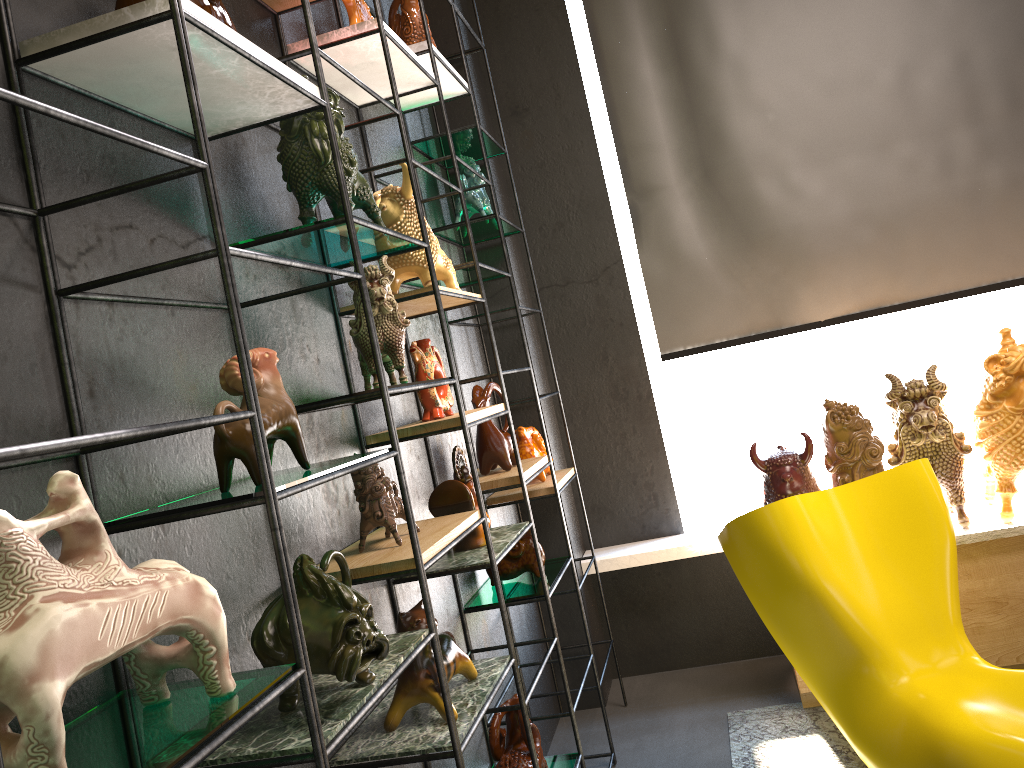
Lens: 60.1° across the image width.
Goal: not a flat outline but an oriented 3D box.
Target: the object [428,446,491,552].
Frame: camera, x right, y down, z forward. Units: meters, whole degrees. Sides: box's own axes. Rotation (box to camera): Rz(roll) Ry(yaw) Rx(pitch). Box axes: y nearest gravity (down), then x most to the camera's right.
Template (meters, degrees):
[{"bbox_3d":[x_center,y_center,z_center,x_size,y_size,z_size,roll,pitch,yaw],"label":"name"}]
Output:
[{"bbox_3d":[-0.137,0.305,2.382,0.123,0.271,0.227,-13,-2,12],"label":"object"}]

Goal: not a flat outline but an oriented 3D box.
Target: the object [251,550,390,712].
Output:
[{"bbox_3d":[-0.322,0.373,1.413,0.192,0.221,0.400,-11,-1,-19],"label":"object"}]

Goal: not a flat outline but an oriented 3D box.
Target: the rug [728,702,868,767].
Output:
[{"bbox_3d":[2.288,0.888,1.819,3.585,0.010,2.191,-12,0,11],"label":"rug"}]

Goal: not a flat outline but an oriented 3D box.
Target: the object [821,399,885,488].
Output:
[{"bbox_3d":[1.260,0.297,3.241,0.248,0.547,0.476,-13,-2,19],"label":"object"}]

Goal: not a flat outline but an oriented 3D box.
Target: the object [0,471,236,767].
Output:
[{"bbox_3d":[-0.462,0.244,0.958,0.164,0.305,0.342,-13,-2,17],"label":"object"}]

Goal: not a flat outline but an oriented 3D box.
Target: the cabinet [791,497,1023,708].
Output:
[{"bbox_3d":[2.310,0.611,3.014,2.721,0.532,0.404,-12,-2,11],"label":"cabinet"}]

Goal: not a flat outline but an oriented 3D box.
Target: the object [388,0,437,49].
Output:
[{"bbox_3d":[-0.345,-1.165,2.976,0.127,0.250,0.251,-11,-2,-18],"label":"object"}]

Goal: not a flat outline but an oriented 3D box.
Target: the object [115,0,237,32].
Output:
[{"bbox_3d":[-0.555,-0.633,1.456,0.138,0.223,0.278,-13,-1,11],"label":"object"}]

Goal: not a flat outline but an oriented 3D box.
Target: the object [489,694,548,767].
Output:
[{"bbox_3d":[0.012,0.975,2.298,0.126,0.250,0.253,-13,-2,12],"label":"object"}]

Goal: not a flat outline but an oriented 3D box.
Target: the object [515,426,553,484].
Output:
[{"bbox_3d":[0.073,0.263,3.404,0.138,0.223,0.278,-13,-1,12],"label":"object"}]

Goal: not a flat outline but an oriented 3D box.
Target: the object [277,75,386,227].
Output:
[{"bbox_3d":[-0.407,-0.487,1.940,0.166,0.358,0.255,-13,-3,17],"label":"object"}]

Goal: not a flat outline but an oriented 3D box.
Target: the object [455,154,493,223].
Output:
[{"bbox_3d":[-0.165,-0.760,3.436,0.152,0.333,0.289,-12,-2,4],"label":"object"}]

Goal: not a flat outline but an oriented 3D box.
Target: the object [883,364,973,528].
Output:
[{"bbox_3d":[1.458,0.227,3.171,0.271,0.582,0.429,-12,-2,5],"label":"object"}]

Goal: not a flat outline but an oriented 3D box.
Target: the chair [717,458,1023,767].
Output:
[{"bbox_3d":[1.079,0.692,2.299,0.661,0.900,1.061,-11,-2,-18],"label":"chair"}]

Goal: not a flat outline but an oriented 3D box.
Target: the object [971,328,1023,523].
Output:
[{"bbox_3d":[1.754,0.127,3.100,0.306,0.657,0.469,-13,-3,17],"label":"object"}]

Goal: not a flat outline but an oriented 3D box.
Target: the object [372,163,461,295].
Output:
[{"bbox_3d":[-0.275,-0.399,2.433,0.174,0.353,0.370,-13,-2,17],"label":"object"}]

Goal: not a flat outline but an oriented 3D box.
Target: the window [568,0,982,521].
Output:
[{"bbox_3d":[1.565,-1.144,3.982,2.302,3.181,0.051,-13,-4,11],"label":"window"}]

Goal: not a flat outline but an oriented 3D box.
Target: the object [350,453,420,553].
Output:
[{"bbox_3d":[-0.275,0.240,1.896,0.096,0.211,0.183,-13,-2,15],"label":"object"}]

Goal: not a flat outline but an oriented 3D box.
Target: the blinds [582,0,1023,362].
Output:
[{"bbox_3d":[-1.114,-0.665,3.750,12.617,3.323,3.539,-12,-1,32],"label":"blinds"}]

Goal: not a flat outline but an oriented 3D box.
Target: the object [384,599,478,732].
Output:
[{"bbox_3d":[-0.167,0.559,1.894,0.155,0.236,0.309,-13,-1,15],"label":"object"}]

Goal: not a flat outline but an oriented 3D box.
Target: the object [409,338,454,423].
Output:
[{"bbox_3d":[-0.216,-0.013,2.429,0.060,0.224,0.267,-13,-2,13],"label":"object"}]

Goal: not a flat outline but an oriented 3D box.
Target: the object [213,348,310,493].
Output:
[{"bbox_3d":[-0.409,0.049,1.408,0.119,0.221,0.211,-12,-2,-4],"label":"object"}]

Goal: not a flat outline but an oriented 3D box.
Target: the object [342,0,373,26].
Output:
[{"bbox_3d":[-0.417,-1.011,2.501,0.106,0.210,0.234,-14,-2,29],"label":"object"}]

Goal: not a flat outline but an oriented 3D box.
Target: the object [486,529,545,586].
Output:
[{"bbox_3d":[0.000,0.554,2.872,0.210,0.169,0.105,-12,-3,11],"label":"object"}]

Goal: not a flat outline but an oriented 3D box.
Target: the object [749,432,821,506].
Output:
[{"bbox_3d":[1.023,0.389,3.240,0.218,0.442,0.463,-13,-2,17],"label":"object"}]

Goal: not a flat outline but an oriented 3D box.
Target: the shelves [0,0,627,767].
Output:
[{"bbox_3d":[-0.383,-0.543,2.207,0.274,3.923,2.992,-13,-2,12],"label":"shelves"}]

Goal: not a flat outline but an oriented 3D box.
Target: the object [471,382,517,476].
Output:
[{"bbox_3d":[-0.067,0.141,2.886,0.114,0.291,0.249,-13,-2,12],"label":"object"}]

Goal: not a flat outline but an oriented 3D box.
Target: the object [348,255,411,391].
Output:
[{"bbox_3d":[-0.305,-0.125,1.929,0.132,0.281,0.206,-10,-3,-30],"label":"object"}]
